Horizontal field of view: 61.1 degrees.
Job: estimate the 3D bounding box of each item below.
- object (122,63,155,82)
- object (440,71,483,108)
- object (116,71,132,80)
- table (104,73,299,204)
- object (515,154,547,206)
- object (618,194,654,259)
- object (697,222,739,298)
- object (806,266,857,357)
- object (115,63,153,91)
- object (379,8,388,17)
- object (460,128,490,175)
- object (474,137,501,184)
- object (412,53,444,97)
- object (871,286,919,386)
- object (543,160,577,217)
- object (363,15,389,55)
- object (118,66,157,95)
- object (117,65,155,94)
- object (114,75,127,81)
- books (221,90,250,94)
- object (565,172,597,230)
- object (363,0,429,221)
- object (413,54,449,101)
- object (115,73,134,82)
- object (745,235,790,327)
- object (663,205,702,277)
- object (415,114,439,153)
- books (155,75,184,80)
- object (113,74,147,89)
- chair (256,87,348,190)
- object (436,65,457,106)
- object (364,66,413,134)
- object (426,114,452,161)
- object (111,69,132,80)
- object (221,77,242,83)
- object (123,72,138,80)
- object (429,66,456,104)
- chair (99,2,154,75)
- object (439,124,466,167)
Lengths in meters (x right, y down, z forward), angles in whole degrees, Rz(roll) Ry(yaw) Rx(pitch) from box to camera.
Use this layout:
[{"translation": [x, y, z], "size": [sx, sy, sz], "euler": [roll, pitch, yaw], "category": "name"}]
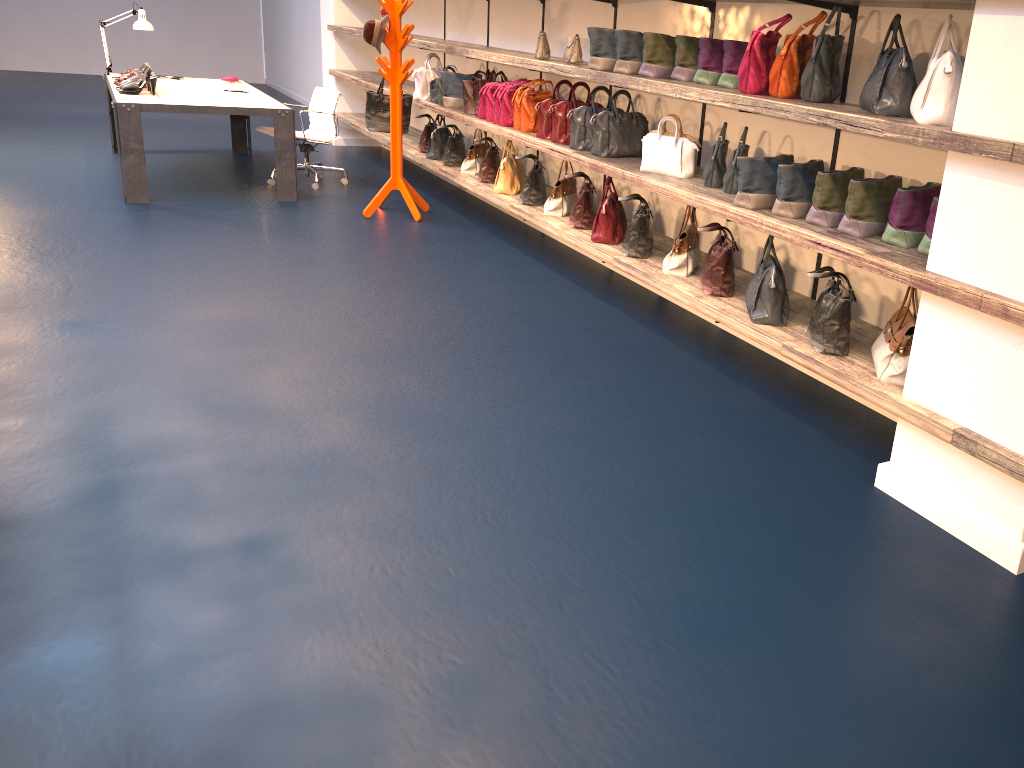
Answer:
[{"translation": [-3.110, -2.548, 7.175], "size": [0.304, 0.218, 0.111], "euler": [-12, 24, -36], "category": "object"}, {"translation": [-0.410, -2.368, 7.014], "size": [0.348, 0.278, 0.181], "euler": [0, 20, -11], "category": "object"}, {"translation": [-3.299, -2.670, 7.558], "size": [0.280, 0.114, 0.094], "euler": [-10, 24, -33], "category": "object"}, {"translation": [-2.823, -2.234, 7.713], "size": [1.328, 0.722, 2.416], "euler": [-6, 25, -26], "category": "table"}, {"translation": [0.130, -1.425, 6.023], "size": [0.211, 0.331, 0.396], "euler": [8, 21, 14], "category": "object"}, {"translation": [0.699, -0.904, 4.901], "size": [0.211, 0.331, 0.396], "euler": [8, 21, 14], "category": "object"}, {"translation": [1.016, -0.633, 4.320], "size": [0.212, 0.331, 0.393], "euler": [7, 21, 10], "category": "object"}, {"translation": [1.331, -0.324, 3.654], "size": [0.211, 0.331, 0.396], "euler": [8, 21, 14], "category": "object"}, {"translation": [-3.074, -2.494, 7.054], "size": [0.304, 0.218, 0.111], "euler": [-12, 25, -37], "category": "object"}, {"translation": [-0.974, -2.850, 6.610], "size": [0.062, 0.110, 0.084], "euler": [20, 26, 40], "category": "object"}, {"translation": [-0.276, -1.891, 7.015], "size": [0.173, 0.358, 0.403], "euler": [8, 21, 14], "category": "object"}, {"translation": [-0.185, -1.734, 6.690], "size": [0.212, 0.331, 0.393], "euler": [7, 21, 10], "category": "object"}, {"translation": [-0.696, -2.707, 7.622], "size": [0.180, 0.377, 0.464], "euler": [19, 25, 38], "category": "object"}, {"translation": [1.542, -0.223, 3.427], "size": [0.173, 0.358, 0.403], "euler": [8, 21, 14], "category": "object"}, {"translation": [0.341, -1.325, 5.796], "size": [0.173, 0.358, 0.403], "euler": [8, 21, 14], "category": "object"}, {"translation": [-1.022, -2.617, 6.491], "size": [0.195, 0.283, 0.261], "euler": [-4, 22, -19], "category": "object"}, {"translation": [-2.947, -2.389, 6.830], "size": [0.301, 0.218, 0.113], "euler": [-7, 22, -28], "category": "object"}, {"translation": [-3.005, -2.437, 6.933], "size": [0.301, 0.218, 0.113], "euler": [-7, 22, -28], "category": "object"}, {"translation": [-3.371, -2.728, 7.712], "size": [0.300, 0.088, 0.213], "euler": [-5, 24, -24], "category": "object"}, {"translation": [-2.460, -2.605, 7.728], "size": [0.210, 0.018, 0.137], "euler": [2, 23, -9], "category": "books"}, {"translation": [0.434, -1.166, 5.468], "size": [0.212, 0.331, 0.393], "euler": [7, 21, 10], "category": "object"}, {"translation": [-0.902, -2.169, 6.760], "size": [0.450, 1.689, 0.450], "euler": [2, 19, -1], "category": "object"}, {"translation": [-0.667, -2.614, 7.403], "size": [0.180, 0.377, 0.464], "euler": [19, 25, 38], "category": "object"}, {"translation": [-3.223, -2.584, 7.367], "size": [0.280, 0.114, 0.094], "euler": [-11, 25, -35], "category": "object"}, {"translation": [1.181, -0.496, 3.960], "size": [0.190, 0.377, 0.440], "euler": [6, 21, 8], "category": "object"}, {"translation": [0.924, -0.790, 4.646], "size": [0.173, 0.358, 0.403], "euler": [8, 21, 14], "category": "object"}, {"translation": [-0.766, -2.267, 7.837], "size": [0.212, 0.331, 0.393], "euler": [7, 21, 10], "category": "object"}, {"translation": [-3.303, -2.951, 8.362], "size": [0.236, 0.017, 0.176], "euler": [1, 23, -12], "category": "books"}, {"translation": [-3.190, -2.539, 7.268], "size": [0.275, 0.114, 0.096], "euler": [-5, 22, -24], "category": "object"}, {"translation": [-1.895, -2.220, 7.784], "size": [0.650, 0.817, 0.730], "euler": [20, 26, 38], "category": "chair"}, {"translation": [-0.502, -2.438, 7.101], "size": [0.251, 0.321, 0.104], "euler": [-5, 21, -23], "category": "object"}, {"translation": [-0.979, -2.243, 6.841], "size": [0.401, 0.512, 0.192], "euler": [-5, 21, -22], "category": "object"}, {"translation": [-0.614, -2.151, 7.524], "size": [0.189, 0.377, 0.444], "euler": [7, 21, 11], "category": "object"}, {"translation": [-3.483, -2.813, 7.891], "size": [0.299, 0.088, 0.204], "euler": [-7, 25, -28], "category": "object"}, {"translation": [-2.791, -3.033, 8.645], "size": [0.170, 0.049, 0.290], "euler": [-8, 26, -30], "category": "object"}, {"translation": [-3.246, -2.626, 7.465], "size": [0.273, 0.114, 0.097], "euler": [-4, 22, -21], "category": "object"}, {"translation": [-0.516, -2.483, 7.226], "size": [0.361, 0.302, 0.149], "euler": [-4, 21, -20], "category": "object"}, {"translation": [-3.550, -3.121, 7.968], "size": [0.547, 0.728, 0.172], "euler": [6, 19, 6], "category": "chair"}, {"translation": [-0.502, -2.005, 7.270], "size": [0.211, 0.331, 0.396], "euler": [8, 21, 14], "category": "object"}]
